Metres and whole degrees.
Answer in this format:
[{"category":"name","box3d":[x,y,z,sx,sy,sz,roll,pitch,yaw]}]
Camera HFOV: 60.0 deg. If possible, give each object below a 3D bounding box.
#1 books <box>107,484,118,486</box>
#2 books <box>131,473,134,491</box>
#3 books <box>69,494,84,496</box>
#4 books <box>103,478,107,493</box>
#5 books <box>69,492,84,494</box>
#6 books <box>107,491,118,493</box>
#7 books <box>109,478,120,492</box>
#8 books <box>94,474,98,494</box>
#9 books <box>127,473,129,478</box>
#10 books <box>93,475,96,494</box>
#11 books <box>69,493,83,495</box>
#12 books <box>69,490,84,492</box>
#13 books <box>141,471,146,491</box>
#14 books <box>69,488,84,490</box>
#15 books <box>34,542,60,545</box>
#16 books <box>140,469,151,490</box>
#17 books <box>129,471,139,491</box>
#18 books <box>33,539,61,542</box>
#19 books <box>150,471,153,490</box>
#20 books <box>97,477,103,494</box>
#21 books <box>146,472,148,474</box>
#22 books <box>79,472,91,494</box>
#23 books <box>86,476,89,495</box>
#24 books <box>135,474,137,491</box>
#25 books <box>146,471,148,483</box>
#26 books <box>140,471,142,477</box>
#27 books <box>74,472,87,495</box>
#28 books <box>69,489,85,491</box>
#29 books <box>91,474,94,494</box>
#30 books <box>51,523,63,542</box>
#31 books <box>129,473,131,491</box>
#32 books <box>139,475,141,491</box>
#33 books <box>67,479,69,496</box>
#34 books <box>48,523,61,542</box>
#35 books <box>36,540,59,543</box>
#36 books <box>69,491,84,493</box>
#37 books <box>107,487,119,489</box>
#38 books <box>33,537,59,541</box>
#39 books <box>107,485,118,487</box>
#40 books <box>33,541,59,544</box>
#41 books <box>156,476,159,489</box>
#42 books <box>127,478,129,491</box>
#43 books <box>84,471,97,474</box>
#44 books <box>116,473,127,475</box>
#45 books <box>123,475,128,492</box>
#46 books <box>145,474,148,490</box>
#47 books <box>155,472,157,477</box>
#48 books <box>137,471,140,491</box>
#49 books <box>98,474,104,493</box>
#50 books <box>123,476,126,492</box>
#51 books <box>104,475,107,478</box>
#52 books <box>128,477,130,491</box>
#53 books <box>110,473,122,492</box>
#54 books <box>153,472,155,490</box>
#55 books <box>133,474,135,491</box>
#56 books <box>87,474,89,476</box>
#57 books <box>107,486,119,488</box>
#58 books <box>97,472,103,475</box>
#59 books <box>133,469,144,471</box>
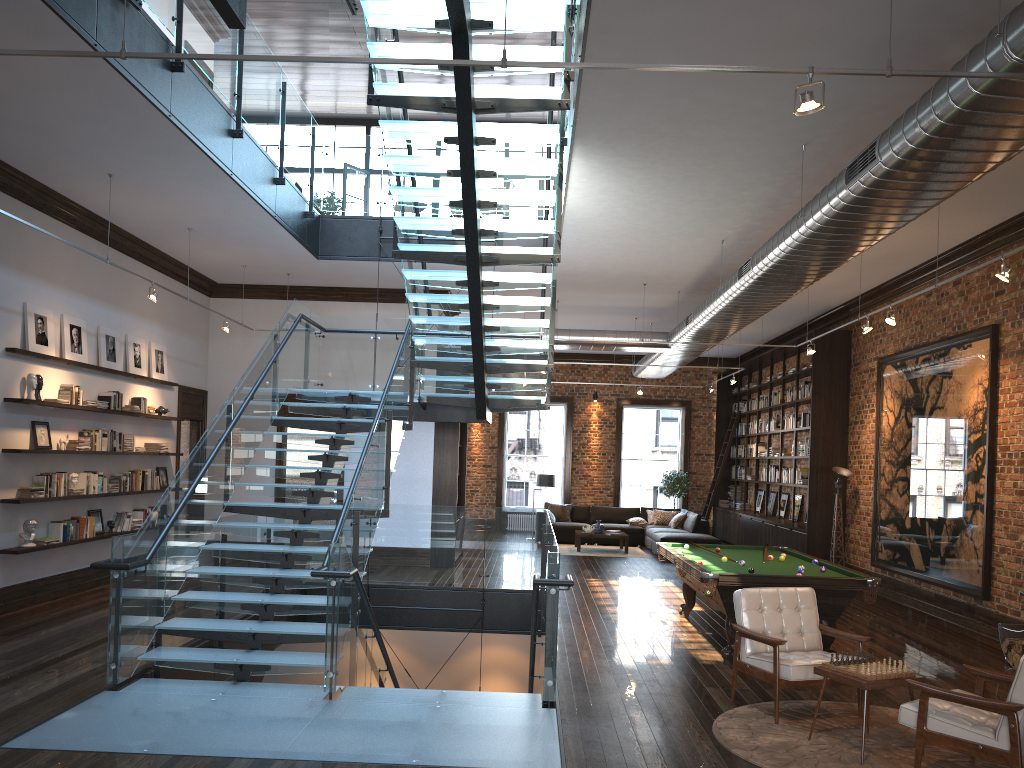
[{"category":"books","box3d":[-4.954,1.239,10.877,0.142,0.011,0.257,1,-5,5]},{"category":"books","box3d":[-4.937,1.259,11.406,0.136,0.235,0.014,2,0,1]},{"category":"books","box3d":[-4.979,1.251,10.033,0.141,0.011,0.287,2,-5,0]},{"category":"books","box3d":[-4.950,1.221,10.680,0.138,0.184,0.053,2,0,1]},{"category":"books","box3d":[-4.975,1.229,10.033,0.142,0.011,0.257,2,-5,-2]},{"category":"books","box3d":[-4.959,1.325,10.877,0.142,0.011,0.257,2,-5,4]},{"category":"books","box3d":[-4.959,1.257,11.055,0.128,0.175,0.050,2,0,1]},{"category":"books","box3d":[-4.948,1.172,10.410,0.170,0.234,0.012,2,0,1]},{"category":"books","box3d":[-4.953,1.251,11.310,0.119,0.232,0.014,2,0,1]},{"category":"books","box3d":[-4.958,1.179,10.390,0.150,0.218,0.028,2,0,1]},{"category":"books","box3d":[-4.983,1.240,10.033,0.142,0.011,0.255,2,-5,1]},{"category":"books","box3d":[-4.976,1.207,10.033,0.142,0.011,0.257,2,-5,-1]},{"category":"books","box3d":[-4.914,1.272,11.681,0.161,0.259,0.019,2,0,1]},{"category":"books","box3d":[-4.973,1.186,10.033,0.141,0.011,0.288,2,-5,-2]},{"category":"books","box3d":[-5.007,1.711,9.540,0.141,0.011,0.288,2,-5,4]},{"category":"books","box3d":[-4.916,1.278,11.891,0.145,0.281,0.006,2,0,1]},{"category":"books","box3d":[-4.931,1.259,11.542,0.128,0.259,0.035,2,0,1]},{"category":"books","box3d":[-5.004,1.679,9.540,0.141,0.011,0.288,1,-5,5]},{"category":"books","box3d":[-4.919,1.295,11.922,0.169,0.254,0.035,2,0,1]},{"category":"books","box3d":[-4.951,1.199,10.528,0.158,0.201,0.060,2,0,1]},{"category":"books","box3d":[-4.939,1.296,11.848,0.125,0.237,0.033,2,0,1]},{"category":"books","box3d":[-4.956,1.152,10.287,0.148,0.252,0.012,2,0,1]},{"category":"books","box3d":[-4.957,1.164,10.220,0.154,0.218,0.030,2,0,1]},{"category":"books","box3d":[-4.955,1.276,11.512,0.156,0.218,0.013,2,0,1]},{"category":"books","box3d":[-4.944,1.292,11.882,0.119,0.250,0.013,2,0,1]},{"category":"books","box3d":[-4.928,1.265,11.617,0.144,0.260,0.019,2,0,1]},{"category":"books","box3d":[-4.962,1.144,10.189,0.141,0.252,0.012,2,0,1]},{"category":"books","box3d":[-4.977,1.197,10.033,0.141,0.011,0.287,2,-5,3]},{"category":"books","box3d":[-4.962,1.164,10.346,0.153,0.239,0.010,2,0,1]},{"category":"books","box3d":[-4.995,1.627,9.714,0.132,0.209,0.024,2,0,1]},{"category":"books","box3d":[-4.943,1.258,11.362,0.115,0.229,0.025,2,0,1]},{"category":"books","box3d":[-4.932,1.291,11.599,0.159,0.204,0.015,2,0,1]},{"category":"books","box3d":[-4.986,1.147,9.845,0.120,0.185,0.034,2,0,1]},{"category":"books","box3d":[-5.002,1.629,9.696,0.131,0.203,0.011,2,0,1]},{"category":"books","box3d":[-5.007,1.690,9.540,0.142,0.011,0.257,2,-5,-1]},{"category":"books","box3d":[-4.972,1.218,10.033,0.142,0.011,0.258,2,-5,-3]},{"category":"books","box3d":[-4.959,1.270,10.877,0.141,0.011,0.287,2,-5,3]},{"category":"books","box3d":[-5.010,1.668,9.540,0.142,0.011,0.255,2,-5,2]},{"category":"books","box3d":[-4.957,1.249,10.877,0.142,0.011,0.257,2,-5,-1]},{"category":"books","box3d":[-5.011,1.700,9.540,0.142,0.011,0.255,2,-5,2]},{"category":"books","box3d":[-4.907,1.349,12.133,0.156,0.185,0.051,2,0,1]},{"category":"books","box3d":[-4.946,1.277,11.286,0.132,0.178,0.035,2,0,1]},{"category":"books","box3d":[-4.955,1.158,10.422,0.157,0.265,0.011,2,0,1]},{"category":"books","box3d":[-4.940,1.245,11.211,0.133,0.228,0.025,2,0,1]},{"category":"books","box3d":[-4.926,1.248,11.167,0.164,0.216,0.012,2,0,1]},{"category":"books","box3d":[-4.911,1.299,11.735,0.166,0.213,0.027,2,0,1]},{"category":"books","box3d":[-4.919,1.315,12.067,0.157,0.238,0.006,2,0,1]},{"category":"books","box3d":[-4.926,1.262,11.567,0.128,0.259,0.035,2,0,1]},{"category":"books","box3d":[-4.965,1.196,10.627,0.142,0.224,0.012,2,0,1]},{"category":"books","box3d":[-4.935,1.252,11.118,0.163,0.198,0.029,2,0,1]},{"category":"books","box3d":[-4.959,1.207,10.699,0.143,0.213,0.042,2,0,1]},{"category":"books","box3d":[-4.948,1.278,11.323,0.128,0.181,0.012,2,0,1]},{"category":"books","box3d":[-4.949,1.234,11.087,0.142,0.228,0.014,2,0,1]},{"category":"books","box3d":[-4.905,1.303,11.967,0.169,0.246,0.013,2,0,1]},{"category":"books","box3d":[-4.946,1.269,11.464,0.142,0.224,0.014,2,0,1]},{"category":"books","box3d":[-4.967,1.159,10.270,0.133,0.236,0.022,2,0,1]},{"category":"books","box3d":[-4.953,1.260,10.877,0.141,0.011,0.289,2,-5,-3]},{"category":"books","box3d":[-4.973,1.184,10.638,0.124,0.249,0.010,2,0,1]},{"category":"books","box3d":[-4.930,1.265,11.694,0.149,0.272,0.021,2,0,1]}]
